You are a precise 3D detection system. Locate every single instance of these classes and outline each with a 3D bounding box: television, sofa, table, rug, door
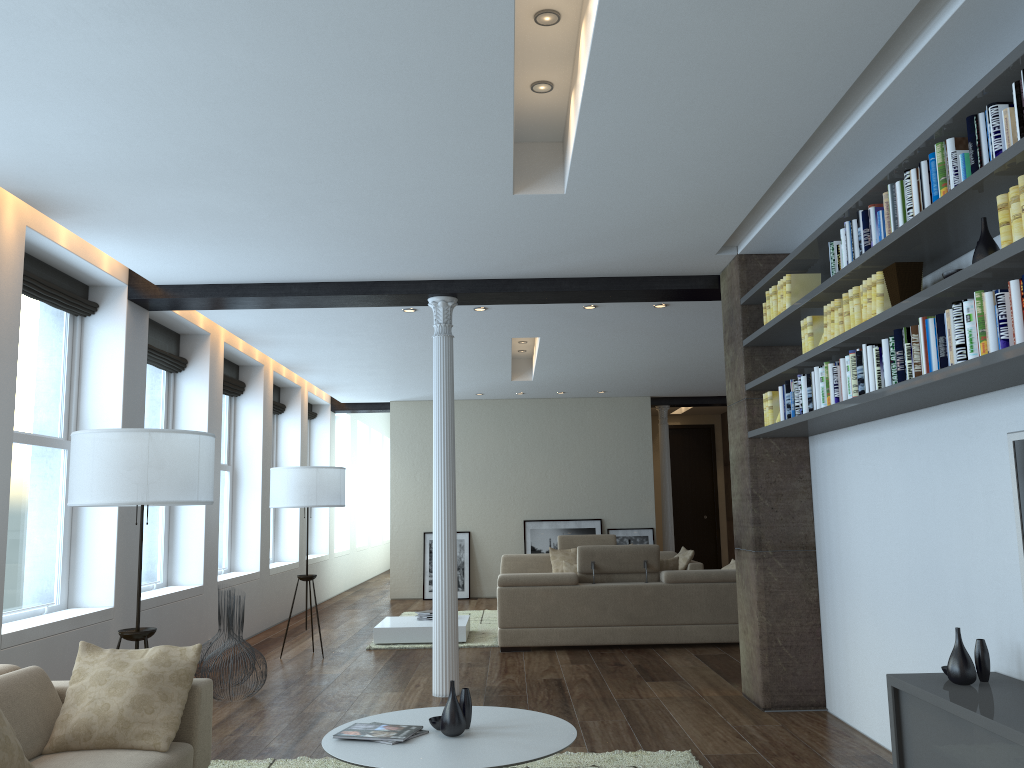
[{"bbox_3d":[1.955,0.497,2.726,0.074,0.812,1.307,-1,-8,0],"label":"television"},{"bbox_3d":[1.137,2.468,11.657,2.581,0.950,1.021,-1,-8,0],"label":"sofa"},{"bbox_3d":[-0.898,2.517,9.086,0.900,0.170,0.900,-1,-8,0],"label":"table"},{"bbox_3d":[0.718,2.707,9.973,4.231,0.020,2.972,-1,-8,0],"label":"rug"},{"bbox_3d":[3.298,2.171,16.499,1.037,2.814,0.246,-1,-8,0],"label":"door"},{"bbox_3d":[-0.543,1.685,2.587,2.972,0.020,4.231,-1,-8,0],"label":"rug"},{"bbox_3d":[-0.245,1.610,3.563,1.022,0.393,1.022,-9,-11,44],"label":"table"},{"bbox_3d":[-1.817,1.251,2.666,1.018,0.950,2.581,-1,-8,0],"label":"sofa"},{"bbox_3d":[1.142,2.055,8.739,2.581,0.950,1.021,-1,-8,0],"label":"sofa"}]

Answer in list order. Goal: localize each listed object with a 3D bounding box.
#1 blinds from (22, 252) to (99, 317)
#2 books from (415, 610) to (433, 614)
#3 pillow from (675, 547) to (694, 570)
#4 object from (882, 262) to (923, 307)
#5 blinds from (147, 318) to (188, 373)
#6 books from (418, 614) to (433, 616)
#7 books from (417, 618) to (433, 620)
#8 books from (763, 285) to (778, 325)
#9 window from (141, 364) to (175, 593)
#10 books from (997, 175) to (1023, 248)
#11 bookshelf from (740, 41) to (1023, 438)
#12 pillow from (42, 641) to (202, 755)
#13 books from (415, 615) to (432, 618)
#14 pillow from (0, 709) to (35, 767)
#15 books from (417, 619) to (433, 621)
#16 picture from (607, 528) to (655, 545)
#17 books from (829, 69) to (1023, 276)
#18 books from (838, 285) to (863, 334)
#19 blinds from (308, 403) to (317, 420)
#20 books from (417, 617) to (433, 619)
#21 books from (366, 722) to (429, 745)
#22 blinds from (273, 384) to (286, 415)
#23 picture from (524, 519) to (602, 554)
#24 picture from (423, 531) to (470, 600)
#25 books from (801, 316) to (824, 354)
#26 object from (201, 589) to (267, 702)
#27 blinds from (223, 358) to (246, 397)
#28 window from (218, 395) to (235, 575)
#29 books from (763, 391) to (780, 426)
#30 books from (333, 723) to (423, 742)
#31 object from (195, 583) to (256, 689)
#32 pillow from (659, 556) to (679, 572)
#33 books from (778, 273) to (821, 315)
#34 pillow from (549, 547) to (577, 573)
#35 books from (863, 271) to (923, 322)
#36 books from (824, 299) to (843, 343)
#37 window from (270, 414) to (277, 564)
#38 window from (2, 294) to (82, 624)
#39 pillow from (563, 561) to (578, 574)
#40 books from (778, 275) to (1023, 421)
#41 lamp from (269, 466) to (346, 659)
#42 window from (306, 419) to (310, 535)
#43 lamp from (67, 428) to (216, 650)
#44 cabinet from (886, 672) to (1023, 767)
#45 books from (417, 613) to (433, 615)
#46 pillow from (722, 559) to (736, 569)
[{"bbox_3d":[-3.120,-0.696,5.855,0.156,0.275,1.396,-1,-8,0],"label":"blinds"},{"bbox_3d":[-0.831,2.385,9.285,0.220,0.010,0.300,-8,-10,39],"label":"books"},{"bbox_3d":[2.149,2.311,11.454,0.395,0.393,0.518,-1,-8,-4],"label":"pillow"},{"bbox_3d":[1.695,-0.404,3.830,0.124,0.219,0.124,-1,-8,-2],"label":"object"},{"bbox_3d":[-3.107,-0.383,7.641,0.183,0.395,1.431,-1,-8,0],"label":"blinds"},{"bbox_3d":[-0.831,2.404,9.282,0.220,0.010,0.300,-3,-8,15],"label":"books"},{"bbox_3d":[-0.830,2.442,9.276,0.220,0.010,0.300,-4,-9,20],"label":"books"},{"bbox_3d":[1.671,-0.471,5.433,0.209,0.220,0.278,-1,-8,-2],"label":"books"},{"bbox_3d":[-3.166,0.623,7.498,0.123,2.400,1.432,-1,-8,0],"label":"window"},{"bbox_3d":[1.742,-0.637,2.261,0.242,0.237,1.489,-1,-8,0],"label":"books"},{"bbox_3d":[1.761,-0.449,3.567,0.400,0.942,4.804,-1,-8,0],"label":"bookshelf"},{"bbox_3d":[-1.595,1.283,3.686,0.518,0.393,0.395,-1,-8,-4],"label":"pillow"},{"bbox_3d":[-0.830,2.423,9.279,0.300,0.010,0.220,6,-11,-40],"label":"books"},{"bbox_3d":[-1.832,1.159,2.935,0.301,0.439,0.534,-1,-8,-4],"label":"pillow"},{"bbox_3d":[-0.809,2.449,9.261,0.220,0.010,0.300,-7,-10,34],"label":"books"},{"bbox_3d":[1.800,2.661,13.261,0.700,0.988,0.195,-1,-8,0],"label":"picture"},{"bbox_3d":[1.699,-0.841,2.940,0.242,0.237,2.981,-1,-8,0],"label":"books"},{"bbox_3d":[1.719,-0.340,4.286,0.209,0.220,0.278,-1,-8,-2],"label":"books"},{"bbox_3d":[-3.135,0.346,13.176,0.156,0.275,1.563,-1,-8,0],"label":"blinds"},{"bbox_3d":[-0.809,2.430,9.264,0.220,0.010,0.300,-7,-10,34],"label":"books"},{"bbox_3d":[-0.524,1.418,3.604,0.300,0.010,0.220,-7,-10,34],"label":"books"},{"bbox_3d":[-3.130,0.133,11.284,0.156,0.393,1.442,-1,-8,0],"label":"blinds"},{"bbox_3d":[0.778,2.604,13.253,1.183,1.140,0.225,-1,-8,0],"label":"picture"},{"bbox_3d":[-0.976,2.712,13.249,0.700,0.988,0.195,-1,-8,0],"label":"picture"},{"bbox_3d":[1.716,-0.265,4.808,0.189,0.224,0.345,-1,-8,0],"label":"books"},{"bbox_3d":[-2.002,1.870,6.410,0.458,0.781,0.458,-1,-8,-1],"label":"object"},{"bbox_3d":[-3.126,-0.118,9.460,0.156,0.424,1.439,-1,-8,0],"label":"blinds"},{"bbox_3d":[-3.170,0.880,9.317,0.123,2.400,1.442,-1,-8,0],"label":"window"},{"bbox_3d":[1.702,0.152,5.507,0.189,0.224,0.345,-1,-8,0],"label":"books"},{"bbox_3d":[-0.538,1.406,3.585,0.300,0.010,0.220,-3,-8,15],"label":"books"},{"bbox_3d":[-2.220,1.940,6.871,0.458,0.781,0.458,-1,-8,-1],"label":"object"},{"bbox_3d":[1.394,1.920,8.745,0.534,0.439,0.301,-2,-8,3],"label":"pillow"},{"bbox_3d":[1.669,-0.510,5.166,0.189,0.228,0.249,-1,-8,0],"label":"books"},{"bbox_3d":[0.764,2.357,11.672,0.519,0.416,0.368,0,-8,-5],"label":"pillow"},{"bbox_3d":[1.718,-0.380,4.018,0.189,0.228,0.249,-1,-8,0],"label":"books"},{"bbox_3d":[1.717,-0.307,4.528,0.189,0.228,0.249,-1,-8,0],"label":"books"},{"bbox_3d":[-3.173,1.139,11.141,0.123,2.400,1.443,-1,-8,0],"label":"window"},{"bbox_3d":[-3.162,0.369,5.705,0.123,2.400,1.391,-1,-8,0],"label":"window"},{"bbox_3d":[0.770,1.944,8.753,0.519,0.416,0.368,-2,-8,4],"label":"pillow"},{"bbox_3d":[1.709,-0.091,3.865,0.242,0.237,2.981,-1,-8,0],"label":"books"},{"bbox_3d":[-1.911,1.651,8.274,0.698,1.728,0.698,-5,-9,23],"label":"lamp"},{"bbox_3d":[-3.177,1.405,13.024,0.123,2.400,1.563,-1,-8,0],"label":"window"},{"bbox_3d":[-1.904,1.119,4.522,0.698,1.728,0.698,-5,-9,23],"label":"lamp"},{"bbox_3d":[1.773,1.348,2.622,0.450,0.603,2.000,-1,-8,0],"label":"cabinet"},{"bbox_3d":[-0.810,2.391,9.269,0.220,0.010,0.300,-7,-10,34],"label":"books"},{"bbox_3d":[2.154,1.961,8.981,0.395,0.393,0.518,-2,-8,3],"label":"pillow"}]
